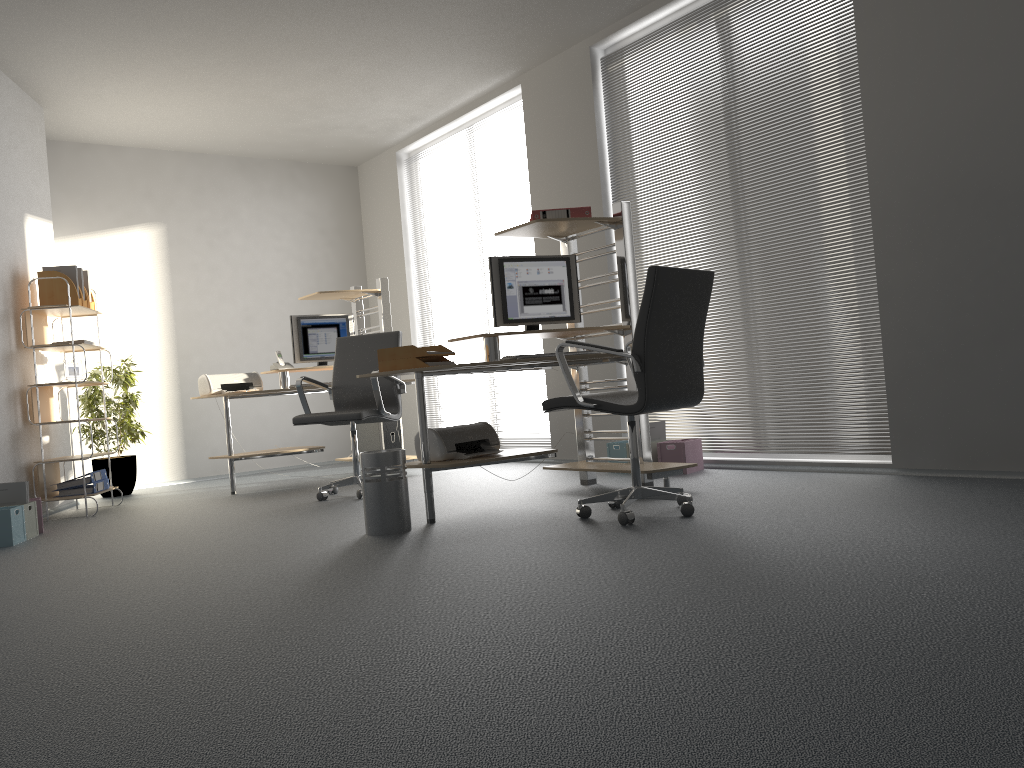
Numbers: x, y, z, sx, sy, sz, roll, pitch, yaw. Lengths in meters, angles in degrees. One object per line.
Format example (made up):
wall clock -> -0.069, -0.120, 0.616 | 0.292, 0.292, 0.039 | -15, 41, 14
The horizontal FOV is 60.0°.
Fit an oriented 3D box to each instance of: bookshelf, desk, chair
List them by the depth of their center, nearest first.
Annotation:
chair -> 0.532, 0.055, 3.925 | 0.652, 1.048, 0.584 | -5, 0, 40
desk -> 0.084, -0.165, 4.465 | 1.469, 1.566, 0.967 | -5, 0, -36
chair -> -1.028, 0.191, 5.726 | 0.584, 1.048, 0.652 | -5, 0, 20
bookshelf -> -2.987, 0.098, 6.032 | 0.381, 1.572, 0.724 | -5, 0, -9
desk -> -1.558, -0.020, 6.722 | 1.469, 1.566, 0.967 | -5, 0, -36

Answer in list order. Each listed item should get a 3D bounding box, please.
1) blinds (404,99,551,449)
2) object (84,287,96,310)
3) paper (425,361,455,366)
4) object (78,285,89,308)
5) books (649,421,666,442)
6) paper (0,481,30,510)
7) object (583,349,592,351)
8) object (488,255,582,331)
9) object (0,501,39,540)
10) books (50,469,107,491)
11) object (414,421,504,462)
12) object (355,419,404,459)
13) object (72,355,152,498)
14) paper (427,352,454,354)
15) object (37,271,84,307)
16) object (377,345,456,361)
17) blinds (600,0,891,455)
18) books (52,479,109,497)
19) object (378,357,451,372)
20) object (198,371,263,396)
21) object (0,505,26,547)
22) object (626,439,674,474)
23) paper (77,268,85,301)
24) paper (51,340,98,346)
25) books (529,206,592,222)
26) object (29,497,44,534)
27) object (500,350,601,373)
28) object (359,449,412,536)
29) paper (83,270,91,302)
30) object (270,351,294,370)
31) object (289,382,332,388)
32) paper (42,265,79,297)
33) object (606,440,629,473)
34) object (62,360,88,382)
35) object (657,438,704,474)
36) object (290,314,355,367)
blinds -> -0.336, -0.815, 7.674 | 0.037, 2.749, 1.950 | -5, 0, -36
object -> -3.072, -0.624, 6.215 | 0.243, 0.259, 0.113 | -5, 0, -6
paper -> -0.463, -0.088, 4.365 | 0.297, 0.019, 0.210 | -5, 0, 33
object -> -3.059, -0.625, 6.092 | 0.243, 0.259, 0.113 | -5, 0, -8
books -> 0.886, 0.393, 5.617 | 0.220, 0.306, 0.068 | -5, 0, -36
paper -> -2.778, 0.697, 4.888 | 0.220, 0.306, 0.068 | -5, 0, -9
object -> 0.415, -0.175, 4.818 | 0.054, 0.064, 0.159 | -5, 0, 21
object -> 0.116, -0.485, 4.870 | 0.516, 0.418, 0.245 | -5, 0, -14
object -> -2.770, 0.767, 4.873 | 0.245, 0.202, 0.185 | -5, 0, -9
books -> -2.935, 0.650, 6.018 | 0.263, 0.100, 0.320 | -5, 0, -8
object -> -0.212, 0.279, 4.399 | 0.351, 0.162, 0.438 | -5, 0, 38
object -> -1.053, 0.372, 6.968 | 0.199, 0.422, 0.471 | -5, 0, -36
object -> -3.203, 0.337, 7.159 | 0.544, 1.147, 0.644 | -5, 0, -7
paper -> -0.468, -0.140, 4.365 | 0.297, 0.010, 0.210 | -5, 0, 33
object -> -3.038, -0.627, 5.970 | 0.243, 0.259, 0.113 | -5, 0, -11
object -> -0.470, -0.156, 4.365 | 0.309, 0.060, 0.225 | -5, 0, 33
blinds -> 1.311, -0.960, 5.412 | 0.022, 2.770, 1.950 | -5, 0, -36
books -> -2.921, 0.704, 6.019 | 0.262, 0.072, 0.320 | -5, 0, -8
object -> -0.465, -0.100, 4.365 | 0.309, 0.060, 0.225 | -5, 0, 33
object -> -2.071, -0.009, 6.646 | 0.438, 0.162, 0.351 | -5, 0, -44
object -> -2.740, 0.764, 4.690 | 0.245, 0.202, 0.185 | -5, 0, -9
object -> 0.884, 0.464, 5.629 | 0.245, 0.202, 0.185 | -5, 0, -36
paper -> -3.065, -0.644, 6.112 | 0.213, 0.297, 0.045 | -5, 0, -8
paper -> -3.019, -0.267, 6.129 | 0.213, 0.046, 0.297 | -5, 0, -9
books -> 0.260, -0.910, 4.906 | 0.320, 0.072, 0.262 | -5, 0, -4
object -> -2.834, 0.773, 5.091 | 0.245, 0.202, 0.185 | -5, 0, -27
object -> 0.062, -0.102, 4.590 | 0.478, 0.082, 0.814 | -5, 0, -28
object -> -0.573, 0.492, 4.028 | 0.208, 0.377, 0.208 | -5, 0, 7
paper -> -3.078, -0.643, 6.236 | 0.213, 0.297, 0.045 | -5, 0, -6
object -> -1.787, -0.185, 6.870 | 0.119, 0.151, 0.150 | -5, 0, 40
object -> -1.540, 0.040, 6.856 | 0.478, 0.082, 0.814 | -5, 0, -28
paper -> -3.045, -0.647, 5.989 | 0.213, 0.297, 0.045 | -5, 0, -11
object -> 0.775, 0.474, 5.779 | 0.245, 0.202, 0.185 | -5, 0, -36
object -> -2.979, -0.085, 6.027 | 0.077, 0.161, 0.192 | -5, 0, 10
object -> 1.038, 0.451, 5.463 | 0.185, 0.202, 0.245 | -5, 0, 36
object -> -1.514, -0.342, 7.107 | 0.516, 0.418, 0.245 | -5, 0, -21
